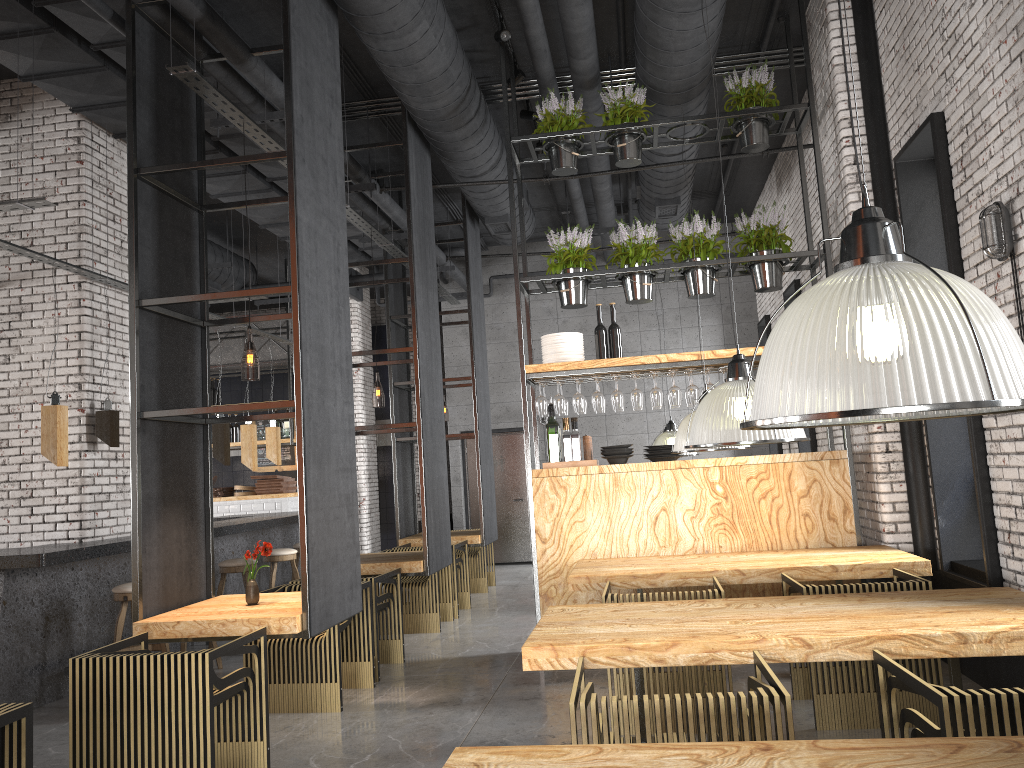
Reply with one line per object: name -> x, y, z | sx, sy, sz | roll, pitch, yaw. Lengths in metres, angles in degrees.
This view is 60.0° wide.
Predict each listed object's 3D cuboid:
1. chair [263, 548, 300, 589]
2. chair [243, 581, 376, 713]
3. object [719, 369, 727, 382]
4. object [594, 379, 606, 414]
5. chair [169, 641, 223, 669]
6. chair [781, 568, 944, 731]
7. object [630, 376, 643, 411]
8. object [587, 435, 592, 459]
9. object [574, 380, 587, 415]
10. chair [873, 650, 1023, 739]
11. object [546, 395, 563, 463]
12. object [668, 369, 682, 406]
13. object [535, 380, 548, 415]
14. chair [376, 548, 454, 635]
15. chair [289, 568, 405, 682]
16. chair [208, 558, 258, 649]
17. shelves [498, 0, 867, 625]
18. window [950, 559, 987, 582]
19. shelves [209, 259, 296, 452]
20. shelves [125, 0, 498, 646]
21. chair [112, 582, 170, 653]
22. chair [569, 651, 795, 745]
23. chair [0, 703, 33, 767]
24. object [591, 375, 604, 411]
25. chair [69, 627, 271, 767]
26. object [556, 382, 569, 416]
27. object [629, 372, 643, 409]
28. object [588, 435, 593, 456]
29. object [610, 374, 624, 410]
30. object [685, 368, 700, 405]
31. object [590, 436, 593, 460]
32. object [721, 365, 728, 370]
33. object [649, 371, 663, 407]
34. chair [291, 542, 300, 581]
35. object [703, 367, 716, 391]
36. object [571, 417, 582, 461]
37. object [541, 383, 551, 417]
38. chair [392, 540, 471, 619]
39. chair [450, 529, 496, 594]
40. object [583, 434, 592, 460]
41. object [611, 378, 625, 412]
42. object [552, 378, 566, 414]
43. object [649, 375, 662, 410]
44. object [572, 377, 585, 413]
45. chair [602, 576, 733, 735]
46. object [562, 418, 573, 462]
chair -> -2.231, 2.029, 8.736 | 0.439, 0.807, 0.479 | -3, -6, -3
chair -> -1.344, 1.742, 5.932 | 0.657, 0.732, 0.637 | -5, -6, 10
object -> 1.658, 0.024, 6.899 | 0.101, 0.268, 0.101 | -10, -9, 44
object -> 0.691, 0.098, 7.034 | 0.101, 0.268, 0.101 | -10, -9, 44
chair -> -2.569, 1.873, 6.940 | 0.480, 0.807, 0.438 | -3, -7, -3
chair -> 1.905, 1.435, 4.889 | 0.657, 0.732, 0.637 | -4, -6, 6
object -> 0.982, 0.075, 6.993 | 0.101, 0.268, 0.101 | -10, -9, 44
object -> 0.590, 0.516, 6.895 | 0.056, 0.249, 0.056 | -4, -7, 0
object -> 0.545, 0.109, 7.054 | 0.101, 0.268, 0.101 | -10, -9, 44
chair -> 1.575, 1.242, 2.722 | 0.657, 0.732, 0.637 | -4, -6, 5
object -> 0.319, 0.360, 6.858 | 0.106, 0.555, 0.156 | -4, -7, 7
object -> 1.224, 0.028, 6.672 | 0.101, 0.268, 0.101 | -10, -9, 44
object -> 0.222, 0.105, 6.811 | 0.101, 0.268, 0.101 | -10, -9, 44
chair -> -0.955, 1.971, 8.504 | 0.657, 0.732, 0.637 | -4, -6, 7
chair -> -1.232, 1.810, 6.693 | 0.657, 0.732, 0.637 | -5, -6, 10
chair -> -2.404, 1.949, 7.813 | 0.480, 0.807, 0.438 | 1, -8, -33
shelves -> 1.241, -0.489, 6.902 | 2.332, 5.031, 0.688 | -4, -7, 8
window -> 2.827, -0.203, 5.392 | 0.365, 2.705, 0.747 | -5, -7, 8
shelves -> -6.252, -0.342, 14.598 | 5.675, 3.074, 0.596 | -4, -7, 8
shelves -> -1.227, -0.552, 7.856 | 1.003, 4.377, 6.135 | -5, -6, 8
chair -> -2.652, 1.819, 6.341 | 0.480, 0.807, 0.438 | -1, -7, -18
chair -> 0.552, 1.323, 2.894 | 0.657, 0.732, 0.637 | -4, -6, 7
chair -> -2.017, 1.474, 2.791 | 0.657, 0.732, 0.637 | -4, -6, 7
object -> 0.649, 0.072, 6.752 | 0.101, 0.268, 0.101 | -10, -9, 44
chair -> -1.576, 1.580, 4.150 | 0.657, 0.732, 0.637 | -4, -6, 6
object -> 0.400, 0.120, 7.074 | 0.101, 0.268, 0.101 | -10, -9, 44
object -> 0.940, 0.050, 6.712 | 0.101, 0.268, 0.101 | -10, -9, 44
object -> 0.615, 0.531, 7.066 | 0.056, 0.249, 0.056 | -4, -7, 0
object -> 0.795, 0.061, 6.732 | 0.101, 0.268, 0.101 | -10, -9, 44
object -> 1.354, 0.019, 6.654 | 0.101, 0.268, 0.101 | -10, -9, 44
object -> 0.602, 0.523, 6.980 | 0.056, 0.249, 0.056 | -4, -7, 0
object -> 1.617, -0.002, 6.618 | 0.101, 0.268, 0.101 | -10, -9, 44
object -> 1.086, 0.039, 6.692 | 0.101, 0.268, 0.101 | -10, -9, 44
chair -> -2.239, 2.119, 9.640 | 0.439, 0.807, 0.479 | -4, -7, 7
object -> 1.480, 0.009, 6.637 | 0.101, 0.268, 0.101 | -10, -9, 44
object -> 0.493, 0.441, 6.839 | 0.070, 0.368, 0.107 | -4, -7, 7
object -> 0.263, 0.130, 7.093 | 0.101, 0.268, 0.101 | -10, -9, 44
chair -> -0.827, 2.035, 9.233 | 0.657, 0.732, 0.637 | -5, -6, 9
chair -> -0.587, 2.195, 11.001 | 0.657, 0.732, 0.637 | -4, -6, 7
object -> 0.577, 0.508, 6.809 | 0.056, 0.249, 0.056 | -4, -7, 0
object -> 0.836, 0.086, 7.013 | 0.101, 0.268, 0.101 | -10, -9, 44
object -> 0.358, 0.095, 6.792 | 0.101, 0.268, 0.101 | -10, -9, 44
object -> 1.128, 0.064, 6.973 | 0.101, 0.268, 0.101 | -10, -9, 44
object -> 0.504, 0.083, 6.772 | 0.101, 0.268, 0.101 | -10, -9, 44
chair -> 0.874, 1.512, 5.012 | 0.657, 0.732, 0.637 | -4, -6, 8
object -> 0.428, 0.446, 6.847 | 0.070, 0.368, 0.107 | -4, -7, 7
